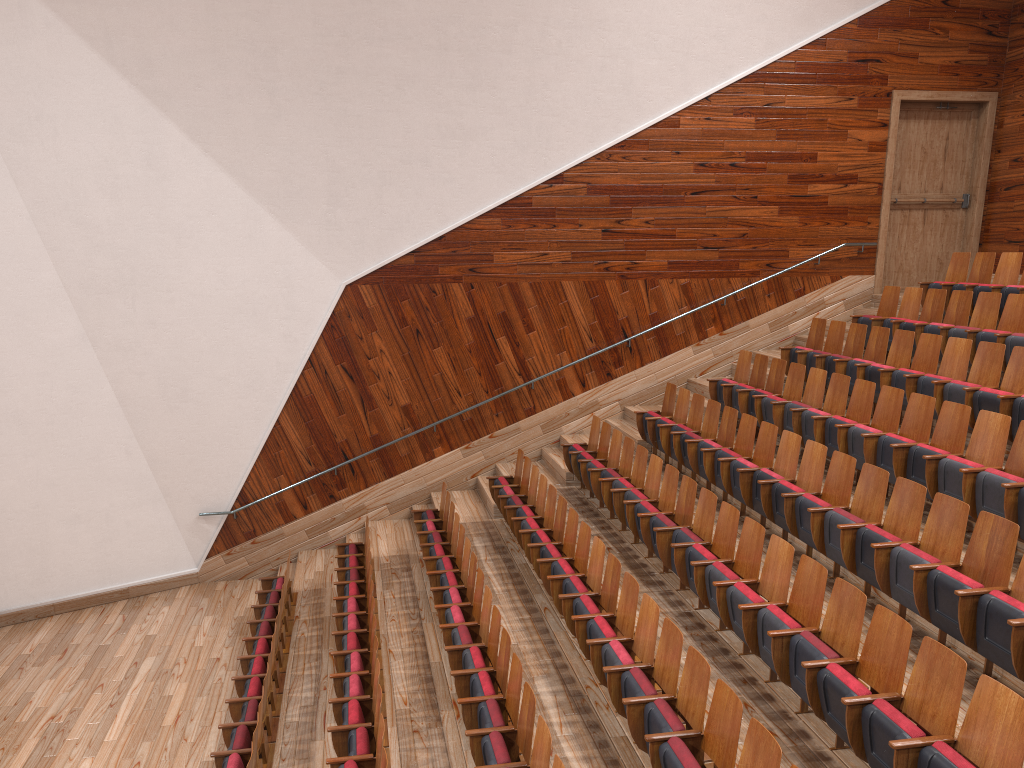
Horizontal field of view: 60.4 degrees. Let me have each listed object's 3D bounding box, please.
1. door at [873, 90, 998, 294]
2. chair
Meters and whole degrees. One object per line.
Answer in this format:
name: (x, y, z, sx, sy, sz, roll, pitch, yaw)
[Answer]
door: (0.523, -0.235, 1.103, 0.140, 0.247, 0.023, -3, 15, -9)
chair: (0.214, 0.140, 0.396, 0.769, 0.384, 1.152, -3, 10, -10)
